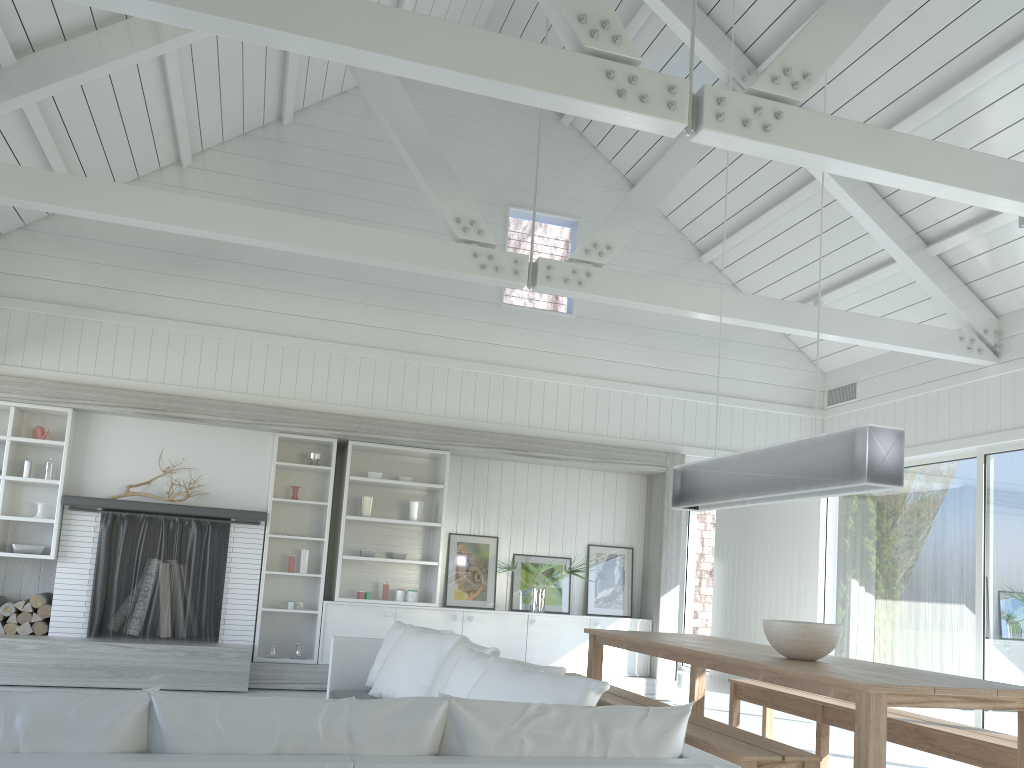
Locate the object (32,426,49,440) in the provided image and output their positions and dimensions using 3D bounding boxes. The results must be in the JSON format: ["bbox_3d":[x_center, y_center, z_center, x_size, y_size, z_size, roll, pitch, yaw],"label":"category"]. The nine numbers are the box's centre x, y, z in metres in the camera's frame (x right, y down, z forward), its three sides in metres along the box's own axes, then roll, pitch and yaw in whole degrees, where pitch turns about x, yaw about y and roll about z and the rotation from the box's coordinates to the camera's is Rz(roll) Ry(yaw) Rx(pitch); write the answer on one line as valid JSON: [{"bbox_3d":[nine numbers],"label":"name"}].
[{"bbox_3d":[-3.905,0.410,7.293,0.231,0.125,0.060,-2,-10,28],"label":"object"}]

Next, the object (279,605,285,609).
[{"bbox_3d":[-2.045,1.980,7.830,0.054,0.025,0.055,7,-12,-16],"label":"object"}]

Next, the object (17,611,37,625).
[{"bbox_3d":[-4.007,1.935,7.338,0.109,0.108,0.500,7,-13,-17],"label":"object"}]

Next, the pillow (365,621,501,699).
[{"bbox_3d":[-0.482,1.708,5.243,0.464,0.471,2.078,8,-13,-23],"label":"pillow"}]

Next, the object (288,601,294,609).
[{"bbox_3d":[-1.970,1.967,7.854,0.054,0.070,0.055,7,-9,-17],"label":"object"}]

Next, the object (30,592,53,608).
[{"bbox_3d":[-3.924,1.808,7.376,0.110,0.109,0.500,7,-13,-17],"label":"object"}]

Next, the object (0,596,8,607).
[{"bbox_3d":[-4.273,1.811,7.269,0.109,0.108,0.500,7,-13,-17],"label":"object"}]

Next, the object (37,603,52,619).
[{"bbox_3d":[-3.868,1.894,7.384,0.109,0.108,0.500,7,-13,-17],"label":"object"}]

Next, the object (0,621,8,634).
[{"bbox_3d":[-4.194,2.021,7.291,0.134,0.145,0.555,7,-12,-16],"label":"object"}]

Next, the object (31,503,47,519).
[{"bbox_3d":[-3.877,1.045,7.250,0.138,0.128,0.138,9,-11,-28],"label":"object"}]

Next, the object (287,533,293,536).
[{"bbox_3d":[-1.986,1.351,7.886,0.054,0.025,0.055,7,-12,-16],"label":"object"}]

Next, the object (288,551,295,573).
[{"bbox_3d":[-1.971,1.588,7.887,0.054,0.194,0.055,6,-7,-17],"label":"object"}]

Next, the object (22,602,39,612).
[{"bbox_3d":[-3.985,1.845,7.339,0.080,0.079,0.483,7,-13,-17],"label":"object"}]

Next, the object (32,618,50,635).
[{"bbox_3d":[-3.899,2.024,7.363,0.110,0.109,0.500,7,-13,-17],"label":"object"}]

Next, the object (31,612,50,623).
[{"bbox_3d":[-3.916,1.937,7.358,0.080,0.078,0.483,7,-13,-17],"label":"object"}]

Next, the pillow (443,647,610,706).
[{"bbox_3d":[-0.043,1.382,3.645,0.468,0.471,1.331,8,-13,-24],"label":"pillow"}]

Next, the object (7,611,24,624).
[{"bbox_3d":[-4.085,1.926,7.301,0.080,0.079,0.483,7,-13,-17],"label":"object"}]

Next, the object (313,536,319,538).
[{"bbox_3d":[-1.790,1.402,8.056,0.054,0.025,0.055,7,-12,-16],"label":"object"}]

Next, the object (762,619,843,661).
[{"bbox_3d":[1.463,1.296,4.450,0.391,0.183,0.393,9,-13,-24],"label":"object"}]

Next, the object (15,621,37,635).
[{"bbox_3d":[-4.003,2.029,7.348,0.134,0.145,0.555,7,-12,-16],"label":"object"}]

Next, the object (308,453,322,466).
[{"bbox_3d":[-1.791,0.692,7.993,0.161,0.122,0.164,1,-11,16],"label":"object"}]

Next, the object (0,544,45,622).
[{"bbox_3d":[-4.113,1.649,7.295,0.343,0.635,0.617,9,-10,-30],"label":"object"}]

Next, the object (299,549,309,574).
[{"bbox_3d":[-1.868,1.594,7.915,0.073,0.208,0.072,6,-7,-16],"label":"object"}]

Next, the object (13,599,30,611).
[{"bbox_3d":[-4.045,1.826,7.323,0.087,0.090,0.485,7,-13,-17],"label":"object"}]

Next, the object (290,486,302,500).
[{"bbox_3d":[-1.954,0.990,7.944,0.137,0.128,0.139,-1,-11,26],"label":"object"}]

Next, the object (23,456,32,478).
[{"bbox_3d":[-3.987,0.683,7.253,0.054,0.194,0.055,6,-7,-15],"label":"object"}]

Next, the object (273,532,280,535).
[{"bbox_3d":[-2.084,1.325,7.801,0.054,0.025,0.055,7,-12,-16],"label":"object"}]

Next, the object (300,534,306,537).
[{"bbox_3d":[-1.888,1.376,7.971,0.054,0.025,0.055,7,-12,-16],"label":"object"}]

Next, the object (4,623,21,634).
[{"bbox_3d":[-4.098,2.019,7.311,0.108,0.105,0.521,7,-13,-17],"label":"object"}]

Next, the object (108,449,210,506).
[{"bbox_3d":[-2.893,0.777,7.428,0.458,0.496,0.792,-5,-14,43],"label":"object"}]

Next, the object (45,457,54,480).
[{"bbox_3d":[-3.828,0.704,7.300,0.054,0.194,0.055,6,-7,-15],"label":"object"}]

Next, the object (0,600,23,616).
[{"bbox_3d":[-4.128,1.857,7.309,0.109,0.108,0.500,7,-13,-17],"label":"object"}]
